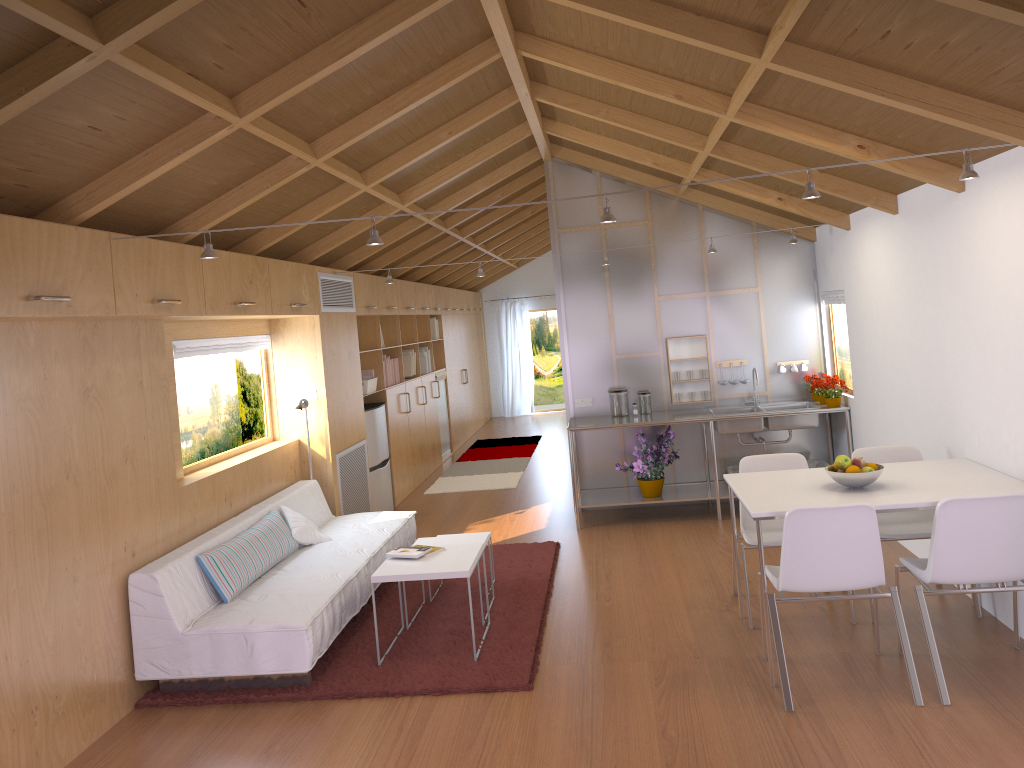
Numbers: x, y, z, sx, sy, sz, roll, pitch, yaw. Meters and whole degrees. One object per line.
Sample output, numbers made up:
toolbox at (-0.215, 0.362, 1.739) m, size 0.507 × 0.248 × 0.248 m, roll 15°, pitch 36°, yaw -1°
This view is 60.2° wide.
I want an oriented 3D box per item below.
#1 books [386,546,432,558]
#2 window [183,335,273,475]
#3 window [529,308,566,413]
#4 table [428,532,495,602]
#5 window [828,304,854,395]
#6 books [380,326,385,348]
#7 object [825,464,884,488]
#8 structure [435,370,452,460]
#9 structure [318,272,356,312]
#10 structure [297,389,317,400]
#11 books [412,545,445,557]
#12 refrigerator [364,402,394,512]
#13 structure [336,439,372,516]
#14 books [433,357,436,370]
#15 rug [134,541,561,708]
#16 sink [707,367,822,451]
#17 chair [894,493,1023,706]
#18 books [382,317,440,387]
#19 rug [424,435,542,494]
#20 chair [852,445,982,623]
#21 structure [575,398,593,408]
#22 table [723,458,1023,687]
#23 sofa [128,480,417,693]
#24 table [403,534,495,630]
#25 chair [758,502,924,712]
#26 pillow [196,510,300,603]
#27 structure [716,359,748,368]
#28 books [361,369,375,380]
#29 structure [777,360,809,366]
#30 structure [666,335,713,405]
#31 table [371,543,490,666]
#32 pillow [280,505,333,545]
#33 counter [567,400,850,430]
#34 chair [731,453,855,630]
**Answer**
books at (-0.540, 0.882, 4.637) m, size 0.192 × 0.016 × 0.153 m, roll -3°, pitch 4°, yaw 26°
window at (-1.893, 0.088, 5.803) m, size 0.035 × 0.789 × 1.500 m, roll -5°, pitch 3°, yaw 6°
window at (0.501, -0.405, 15.354) m, size 0.874 × 1.787 × 0.026 m, roll -5°, pitch 0°, yaw 6°
table at (-0.308, 1.112, 5.396) m, size 0.341 × 0.308 × 0.370 m, roll -5°, pitch 2°, yaw 6°
window at (2.559, -0.326, 6.795) m, size 0.026 × 0.795 × 0.725 m, roll -5°, pitch 2°, yaw 6°
books at (-1.328, -0.479, 8.390) m, size 0.175 × 0.296 × 0.280 m, roll -5°, pitch 2°, yaw 6°
object at (1.562, 0.426, 4.026) m, size 0.256 × 0.090 × 0.254 m, roll -8°, pitch 5°, yaw -42°
structure at (-0.977, 0.388, 11.018) m, size 0.315 × 1.079 × 0.726 m, roll -5°, pitch 1°, yaw 6°
structure at (-1.381, -0.717, 7.001) m, size 0.013 × 0.300 × 0.905 m, roll -5°, pitch 4°, yaw 6°
structure at (-1.511, 0.079, 6.517) m, size 0.142 × 0.071 × 0.011 m, roll -5°, pitch 0°, yaw 6°
books at (-0.480, 0.888, 4.700) m, size 0.192 × 0.016 × 0.153 m, roll -2°, pitch 5°, yaw 36°
refrigerator at (-1.255, 0.694, 7.870) m, size 0.261 × 0.987 × 0.714 m, roll -5°, pitch 1°, yaw 6°
structure at (-1.241, 0.854, 7.014) m, size 0.013 × 0.721 × 0.821 m, roll -5°, pitch 2°, yaw 6°
books at (-1.045, -0.300, 10.801) m, size 0.175 × 0.296 × 0.280 m, roll -5°, pitch 2°, yaw 6°
rug at (-0.725, 1.329, 5.242) m, size 1.883 × 0.020 × 2.486 m, roll -5°, pitch 4°, yaw 6°
sink at (1.963, 0.193, 6.959) m, size 0.809 × 0.640 × 0.564 m, roll -5°, pitch 2°, yaw 6°
chair at (1.926, 0.815, 3.679) m, size 0.531 × 0.786 × 0.547 m, roll -5°, pitch 1°, yaw 6°
books at (-1.155, -0.404, 9.836) m, size 0.188 × 0.657 × 3.116 m, roll -5°, pitch 4°, yaw 6°
rug at (-0.229, 0.910, 10.568) m, size 0.916 × 0.011 × 3.730 m, roll -5°, pitch 4°, yaw 6°
chair at (2.020, 0.742, 4.583) m, size 0.531 × 0.786 × 0.547 m, roll -5°, pitch 1°, yaw 6°
structure at (0.600, 0.157, 7.392) m, size 0.142 × 0.071 × 0.011 m, roll -5°, pitch 0°, yaw 6°
table at (1.684, 0.828, 4.096) m, size 1.208 × 0.743 × 0.901 m, roll -5°, pitch 2°, yaw 6°
sofa at (-1.215, 1.062, 5.182) m, size 0.862 × 0.628 × 2.360 m, roll -5°, pitch 4°, yaw 6°
table at (-0.353, 1.107, 4.997) m, size 0.424 × 0.383 × 0.459 m, roll -5°, pitch 2°, yaw 6°
chair at (1.337, 0.862, 3.740) m, size 0.531 × 0.786 × 0.547 m, roll -5°, pitch 1°, yaw 6°
pillow at (-1.436, 0.936, 4.925) m, size 0.171 × 0.251 × 1.044 m, roll -5°, pitch 4°, yaw 6°
structure at (1.806, -0.168, 7.261) m, size 0.250 × 0.051 × 0.016 m, roll -5°, pitch 0°, yaw 6°
books at (-1.323, -0.030, 7.990) m, size 0.150 × 0.192 × 0.088 m, roll -5°, pitch 0°, yaw 6°
structure at (2.290, -0.170, 7.198) m, size 0.250 × 0.032 × 0.041 m, roll -5°, pitch 2°, yaw 6°
structure at (1.459, -0.117, 7.267) m, size 0.327 × 0.545 × 0.076 m, roll -5°, pitch 0°, yaw 6°
table at (-0.403, 1.116, 4.539) m, size 0.485 × 0.438 × 0.525 m, roll -5°, pitch 2°, yaw 6°
pillow at (-1.295, 0.879, 5.537) m, size 0.268 × 0.252 × 0.345 m, roll -6°, pitch 3°, yaw -30°
counter at (1.498, 0.238, 6.981) m, size 2.107 × 0.021 × 0.651 m, roll -5°, pitch 4°, yaw 6°
chair at (1.431, 0.789, 4.644) m, size 0.531 × 0.786 × 0.547 m, roll -5°, pitch 1°, yaw 6°
